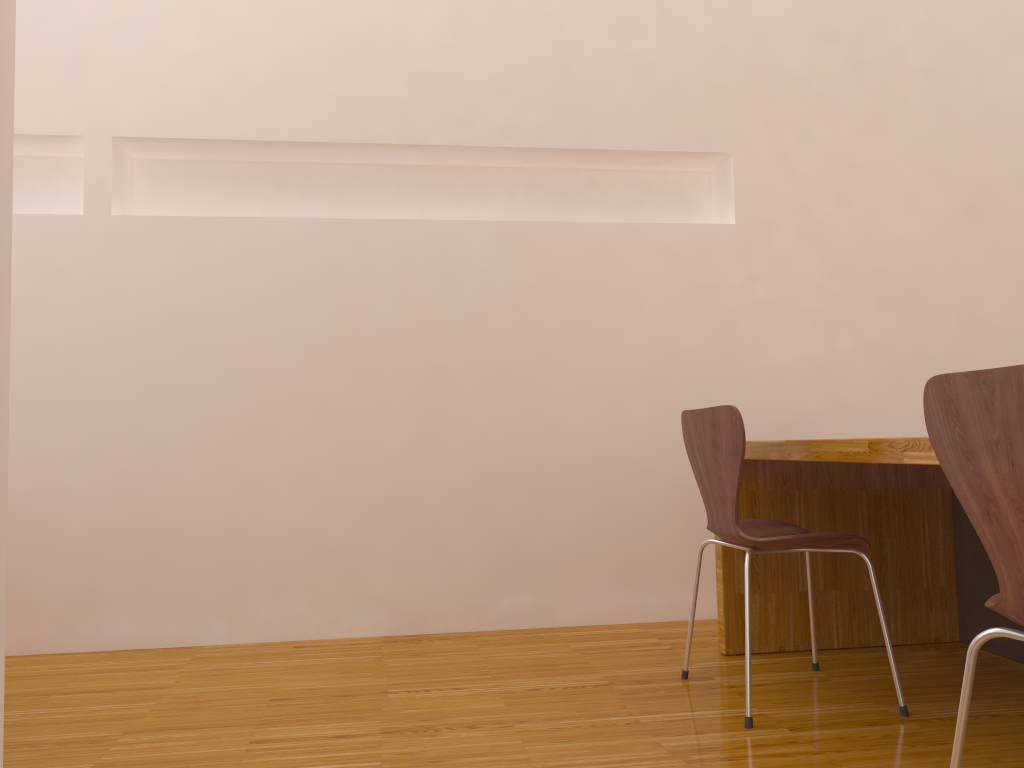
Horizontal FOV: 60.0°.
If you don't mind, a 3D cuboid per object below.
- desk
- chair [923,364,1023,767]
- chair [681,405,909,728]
[{"bbox_3d":[1.192,0.352,1.068,0.760,0.606,3.185,-1,-4,-8],"label":"desk"},{"bbox_3d":[0.767,0.321,1.034,0.381,0.693,0.428,-1,-4,-8],"label":"chair"},{"bbox_3d":[0.646,0.401,2.144,0.381,0.693,0.428,-1,-4,-8],"label":"chair"}]
